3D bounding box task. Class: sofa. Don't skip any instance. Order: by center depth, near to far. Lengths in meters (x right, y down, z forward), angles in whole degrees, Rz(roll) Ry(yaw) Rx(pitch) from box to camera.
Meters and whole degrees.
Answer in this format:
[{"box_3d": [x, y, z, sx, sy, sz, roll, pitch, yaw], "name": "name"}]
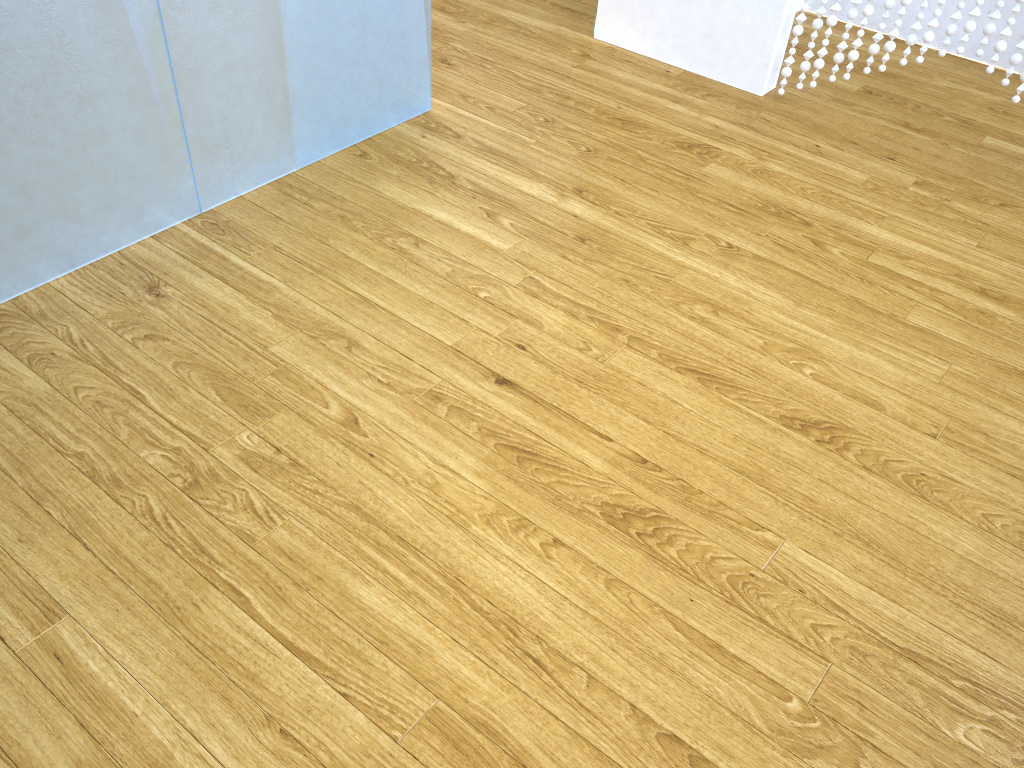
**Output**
[{"box_3d": [-2.469, -1.355, 2.372, 9.662, 0.690, 5.285, 30, 48, 25], "name": "sofa"}]

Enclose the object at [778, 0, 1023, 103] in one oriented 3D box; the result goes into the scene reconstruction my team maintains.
[{"box_3d": [1.198, -1.401, 1.714, 0.917, 2.048, 0.050, 30, 48, 25], "name": "object"}]
